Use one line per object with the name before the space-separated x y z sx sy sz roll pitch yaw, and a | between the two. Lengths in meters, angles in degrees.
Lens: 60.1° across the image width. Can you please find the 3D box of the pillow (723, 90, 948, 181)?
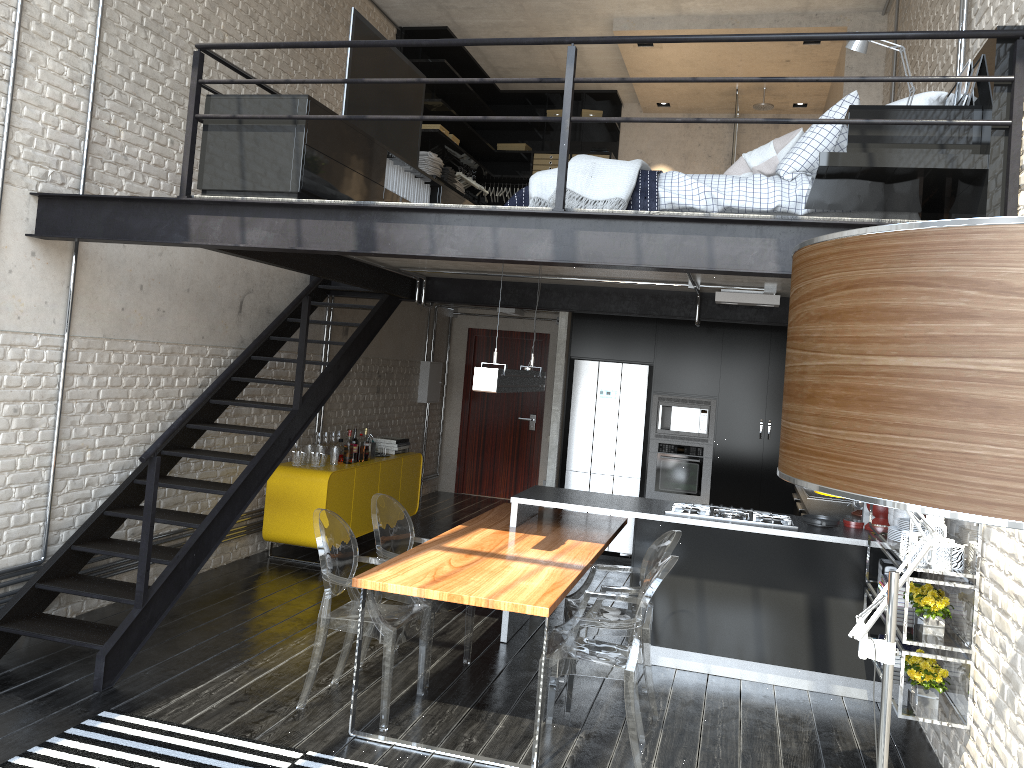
pillow | 1.982 -1.400 5.852 1.145 0.734 2.133 5 1 13

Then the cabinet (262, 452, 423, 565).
cabinet | -1.509 1.083 8.318 0.549 0.771 2.196 4 1 15

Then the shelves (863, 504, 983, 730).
shelves | 2.016 1.003 4.441 0.288 0.928 1.247 4 0 15

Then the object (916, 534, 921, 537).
object | 1.952 0.767 4.166 0.108 0.100 0.083 5 -1 4

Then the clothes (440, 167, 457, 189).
clothes | -0.776 -2.352 10.085 0.281 0.267 0.369 4 0 23

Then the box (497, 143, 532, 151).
box | 0.030 -3.072 11.663 0.402 0.126 0.263 5 1 20

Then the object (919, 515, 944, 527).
object | 1.956 0.667 4.125 0.108 0.100 0.082 4 -1 29

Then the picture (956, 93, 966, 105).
picture | 2.094 -1.290 4.183 0.052 0.121 0.175 4 0 15

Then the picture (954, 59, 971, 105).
picture | 2.174 -1.384 4.298 0.033 0.314 0.225 4 -1 15

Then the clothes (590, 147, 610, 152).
clothes | 1.133 -2.978 11.412 0.262 0.135 0.273 5 1 15

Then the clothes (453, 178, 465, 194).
clothes | -0.774 -2.341 10.520 0.350 0.222 0.471 5 1 20

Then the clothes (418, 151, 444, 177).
clothes | -0.948 -2.385 9.686 0.350 0.316 0.471 5 0 20

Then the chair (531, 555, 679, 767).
chair | 0.447 1.248 4.148 0.590 0.942 0.538 4 -2 10

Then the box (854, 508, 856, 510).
box | 2.527 0.859 6.423 0.081 0.111 0.080 4 -1 25

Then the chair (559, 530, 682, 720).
chair | 0.589 1.246 4.800 0.590 0.942 0.539 5 -2 0

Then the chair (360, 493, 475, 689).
chair | -0.573 1.144 5.111 0.591 0.942 0.538 4 -2 25

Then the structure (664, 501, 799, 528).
structure | 1.407 0.826 5.682 0.812 0.026 0.501 5 1 15

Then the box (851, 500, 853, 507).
box | 2.569 0.859 6.583 0.081 0.111 0.080 4 -1 20

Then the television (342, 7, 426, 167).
television | -0.909 -1.954 6.211 0.296 0.863 1.315 4 0 15

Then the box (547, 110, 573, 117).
box | 0.634 -3.452 11.529 0.264 0.126 0.400 5 1 20

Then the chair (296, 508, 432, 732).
chair | -0.765 1.141 4.499 0.590 0.942 0.538 4 -2 15

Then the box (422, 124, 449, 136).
box | -0.925 -2.759 9.680 0.401 0.083 0.295 5 1 15

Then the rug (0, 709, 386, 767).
rug | -0.690 1.667 2.016 3.406 0.004 3.486 5 1 15

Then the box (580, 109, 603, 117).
box | 1.017 -3.418 11.426 0.263 0.126 0.401 5 1 0

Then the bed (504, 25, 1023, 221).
bed | 1.397 -1.204 6.215 2.698 0.843 4.470 5 1 15

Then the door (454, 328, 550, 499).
door | -0.117 0.396 11.804 1.135 2.221 0.194 4 -2 15

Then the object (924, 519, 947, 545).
object | 1.921 0.668 3.995 0.108 0.100 0.083 5 -1 4

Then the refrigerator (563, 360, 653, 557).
refrigerator | 0.930 0.702 8.640 0.725 1.828 0.497 4 -2 15

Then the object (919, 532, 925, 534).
object | 2.005 0.769 4.260 0.108 0.100 0.083 5 -1 -41

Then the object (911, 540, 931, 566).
object | 1.850 0.762 3.996 0.108 0.100 0.083 5 -1 4

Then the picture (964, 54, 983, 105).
picture | 2.093 -1.353 4.041 0.056 0.250 0.174 4 -1 15

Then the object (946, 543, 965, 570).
object | 1.999 0.775 3.983 0.108 0.100 0.083 5 -1 -41

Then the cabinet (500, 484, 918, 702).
cabinet | 1.477 1.246 6.649 2.434 1.006 2.740 5 1 15

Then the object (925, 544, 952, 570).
object | 1.902 0.768 3.945 0.108 0.100 0.082 4 -1 29

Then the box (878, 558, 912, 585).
box | 2.115 1.061 4.893 0.150 0.150 0.150 5 -1 15

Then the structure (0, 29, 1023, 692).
structure | 0.169 -0.016 5.824 4.789 3.347 3.778 5 0 15

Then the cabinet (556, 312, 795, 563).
cabinet | 1.670 0.486 8.473 2.322 2.480 0.551 4 -2 15

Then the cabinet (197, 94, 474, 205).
cabinet | -0.967 -1.250 6.181 0.607 0.552 3.173 5 1 15

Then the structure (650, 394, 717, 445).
structure | 1.648 0.332 8.454 0.582 0.421 0.447 5 0 15

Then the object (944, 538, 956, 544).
object | 2.028 0.774 4.114 0.108 0.100 0.082 5 -1 14

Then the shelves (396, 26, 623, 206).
shelves | -0.019 -2.381 10.508 2.126 2.796 2.668 4 -1 15

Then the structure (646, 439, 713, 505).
structure | 1.603 0.820 8.415 0.582 0.559 0.483 5 -1 15

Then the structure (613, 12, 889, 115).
structure | 2.499 -2.086 9.783 2.596 2.957 2.783 4 -1 15

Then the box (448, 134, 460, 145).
box | -0.837 -2.783 10.194 0.401 0.126 0.263 5 1 15

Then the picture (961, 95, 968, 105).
picture | 2.069 -1.273 4.077 0.030 0.087 0.096 4 -1 15

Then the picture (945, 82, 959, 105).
picture | 2.207 -1.365 4.490 0.046 0.275 0.243 4 -1 15
